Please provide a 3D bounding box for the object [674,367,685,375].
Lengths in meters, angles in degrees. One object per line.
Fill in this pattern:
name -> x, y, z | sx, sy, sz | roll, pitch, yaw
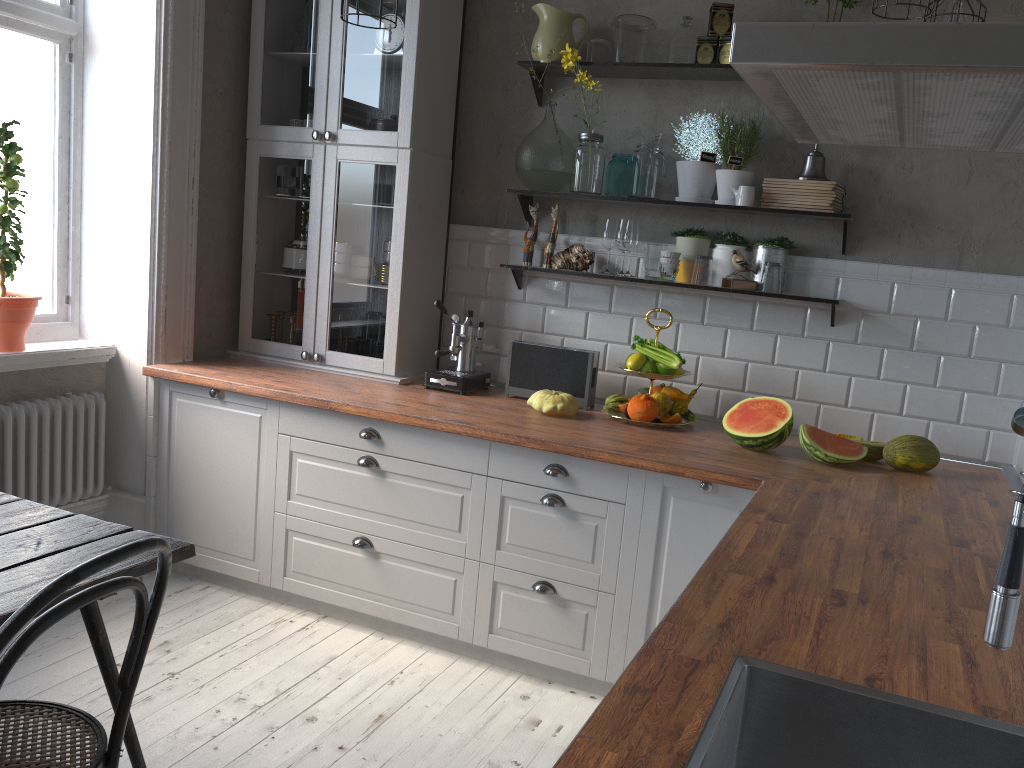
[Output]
object -> 0.610, -0.048, 3.262 | 0.051, 0.050, 0.050 | 11, 11, 31

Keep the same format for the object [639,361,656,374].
object -> 0.496, -0.055, 3.238 | 0.062, 0.061, 0.067 | 9, 10, 22

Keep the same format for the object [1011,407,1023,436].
object -> 1.507, -0.034, 2.548 | 0.076, 0.378, 0.084 | 9, 10, 22

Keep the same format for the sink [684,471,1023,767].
sink -> 0.506, 0.388, 1.076 | 0.520, 0.720, 0.493 | 9, 10, 22

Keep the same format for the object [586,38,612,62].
object -> 0.336, -1.276, 3.439 | 0.102, 0.111, 0.105 | 9, 10, 22

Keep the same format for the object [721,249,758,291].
object -> 0.853, -0.422, 3.272 | 0.119, 0.146, 0.100 | 4, 9, -10

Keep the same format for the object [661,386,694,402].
object -> 0.615, 0.040, 3.286 | 0.125, 0.056, 0.060 | 8, 9, 14

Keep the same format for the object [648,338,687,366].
object -> 0.586, -0.112, 3.300 | 0.177, 0.096, 0.090 | 14, 12, 42

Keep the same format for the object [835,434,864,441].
object -> 1.130, 0.199, 3.120 | 0.195, 0.067, 0.105 | 10, 10, 28

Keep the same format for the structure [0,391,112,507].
structure -> -1.892, 0.298, 3.008 | 0.147, 0.428, 1.240 | 9, 10, 21

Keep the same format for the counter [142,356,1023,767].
counter -> -0.331, 0.264, 2.130 | 3.116, 0.039, 3.442 | 9, 10, 22

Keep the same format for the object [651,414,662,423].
object -> 0.517, 0.118, 3.253 | 0.070, 0.065, 0.070 | 14, 12, 43

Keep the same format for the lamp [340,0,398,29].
lamp -> -0.299, -1.803, 2.194 | 0.148, 1.734, 0.145 | 4, 9, -10

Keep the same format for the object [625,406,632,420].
object -> 0.458, 0.094, 3.331 | 0.069, 0.076, 0.230 | 6, 9, 6

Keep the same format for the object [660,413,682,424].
object -> 0.578, 0.123, 3.222 | 0.069, 0.051, 0.089 | 2, 10, -19

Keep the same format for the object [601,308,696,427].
object -> 0.526, -0.069, 3.284 | 0.350, 0.425, 0.354 | 7, 9, 8

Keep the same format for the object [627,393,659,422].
object -> 0.472, 0.082, 3.187 | 0.114, 0.110, 0.111 | 4, 9, -10

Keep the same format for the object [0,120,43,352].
object -> -1.817, -0.527, 3.152 | 0.265, 0.812, 0.254 | -2, 12, -39

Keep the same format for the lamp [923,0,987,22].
lamp -> 1.257, -1.698, 2.277 | 0.147, 1.734, 0.146 | 4, 9, -5

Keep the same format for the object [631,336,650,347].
object -> 0.477, -0.150, 3.271 | 0.073, 0.058, 0.051 | 5, 9, -1

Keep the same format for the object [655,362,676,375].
object -> 0.560, -0.049, 3.249 | 0.076, 0.062, 0.100 | 5, 9, -4

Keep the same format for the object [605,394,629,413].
object -> 0.418, 0.072, 3.367 | 0.155, 0.072, 0.075 | -2, 11, -38

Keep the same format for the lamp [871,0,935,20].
lamp -> 1.095, -1.823, 2.181 | 0.150, 1.734, 0.144 | -1, 11, -35

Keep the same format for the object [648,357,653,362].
object -> 0.512, -0.085, 3.376 | 0.061, 0.054, 0.057 | -3, 12, -41

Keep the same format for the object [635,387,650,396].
object -> 0.534, 0.047, 3.375 | 0.157, 0.076, 0.077 | -2, 12, -41

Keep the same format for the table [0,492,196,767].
table -> -1.549, 0.756, 1.338 | 0.892, 0.734, 1.949 | 9, 10, 23

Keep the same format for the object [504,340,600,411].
object -> 0.156, -0.038, 3.482 | 0.346, 0.226, 0.089 | 9, 10, 22

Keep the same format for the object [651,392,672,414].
object -> 0.541, 0.069, 3.240 | 0.089, 0.078, 0.087 | -2, 12, -40

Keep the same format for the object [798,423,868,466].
object -> 1.039, 0.201, 2.858 | 0.223, 0.127, 0.149 | 6, 9, 5

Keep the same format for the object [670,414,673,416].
object -> 0.619, 0.123, 3.354 | 0.044, 0.017, 0.041 | -4, 13, -45

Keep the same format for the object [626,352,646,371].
object -> 0.454, -0.081, 3.235 | 0.058, 0.069, 0.080 | 13, 12, 41

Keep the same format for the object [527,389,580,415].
object -> 0.153, 0.068, 3.272 | 0.194, 0.083, 0.192 | 9, 10, 23

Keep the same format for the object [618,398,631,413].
object -> 0.439, 0.085, 3.320 | 0.090, 0.057, 0.084 | -1, 11, -35

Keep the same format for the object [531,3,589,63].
object -> 0.172, -1.345, 3.436 | 0.187, 0.216, 0.177 | 12, 11, 36

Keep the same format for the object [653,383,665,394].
object -> 0.560, 0.042, 3.355 | 0.084, 0.092, 0.088 | 8, 9, 18

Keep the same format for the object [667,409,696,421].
object -> 0.614, 0.098, 3.339 | 0.055, 0.044, 0.213 | 1, 10, -28

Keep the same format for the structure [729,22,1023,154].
structure -> 0.816, -1.176, 1.202 | 0.702, 1.595, 0.723 | 9, 10, 22

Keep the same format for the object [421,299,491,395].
object -> -0.226, -0.156, 3.531 | 0.203, 0.370, 0.358 | 9, 10, 23

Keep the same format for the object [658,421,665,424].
object -> 0.556, 0.139, 3.299 | 0.065, 0.014, 0.066 | 2, 10, -20

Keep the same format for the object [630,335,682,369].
object -> 0.533, -0.119, 3.246 | 0.207, 0.101, 0.068 | 10, 10, 28

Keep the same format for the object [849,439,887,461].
object -> 1.198, 0.223, 2.987 | 0.202, 0.073, 0.119 | 3, 9, -15

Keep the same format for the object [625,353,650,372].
object -> 0.470, -0.076, 3.312 | 0.095, 0.078, 0.102 | 7, 9, 9

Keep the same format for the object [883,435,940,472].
object -> 1.303, 0.226, 2.889 | 0.206, 0.119, 0.131 | 3, 9, -15

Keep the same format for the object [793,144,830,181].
object -> 1.093, -0.867, 3.171 | 0.130, 0.287, 0.131 | 6, 9, 7

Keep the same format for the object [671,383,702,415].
object -> 0.636, 0.052, 3.270 | 0.128, 0.120, 0.060 | -3, 12, -43

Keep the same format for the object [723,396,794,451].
object -> 0.828, 0.135, 2.994 | 0.222, 0.174, 0.231 | -4, 13, -45
